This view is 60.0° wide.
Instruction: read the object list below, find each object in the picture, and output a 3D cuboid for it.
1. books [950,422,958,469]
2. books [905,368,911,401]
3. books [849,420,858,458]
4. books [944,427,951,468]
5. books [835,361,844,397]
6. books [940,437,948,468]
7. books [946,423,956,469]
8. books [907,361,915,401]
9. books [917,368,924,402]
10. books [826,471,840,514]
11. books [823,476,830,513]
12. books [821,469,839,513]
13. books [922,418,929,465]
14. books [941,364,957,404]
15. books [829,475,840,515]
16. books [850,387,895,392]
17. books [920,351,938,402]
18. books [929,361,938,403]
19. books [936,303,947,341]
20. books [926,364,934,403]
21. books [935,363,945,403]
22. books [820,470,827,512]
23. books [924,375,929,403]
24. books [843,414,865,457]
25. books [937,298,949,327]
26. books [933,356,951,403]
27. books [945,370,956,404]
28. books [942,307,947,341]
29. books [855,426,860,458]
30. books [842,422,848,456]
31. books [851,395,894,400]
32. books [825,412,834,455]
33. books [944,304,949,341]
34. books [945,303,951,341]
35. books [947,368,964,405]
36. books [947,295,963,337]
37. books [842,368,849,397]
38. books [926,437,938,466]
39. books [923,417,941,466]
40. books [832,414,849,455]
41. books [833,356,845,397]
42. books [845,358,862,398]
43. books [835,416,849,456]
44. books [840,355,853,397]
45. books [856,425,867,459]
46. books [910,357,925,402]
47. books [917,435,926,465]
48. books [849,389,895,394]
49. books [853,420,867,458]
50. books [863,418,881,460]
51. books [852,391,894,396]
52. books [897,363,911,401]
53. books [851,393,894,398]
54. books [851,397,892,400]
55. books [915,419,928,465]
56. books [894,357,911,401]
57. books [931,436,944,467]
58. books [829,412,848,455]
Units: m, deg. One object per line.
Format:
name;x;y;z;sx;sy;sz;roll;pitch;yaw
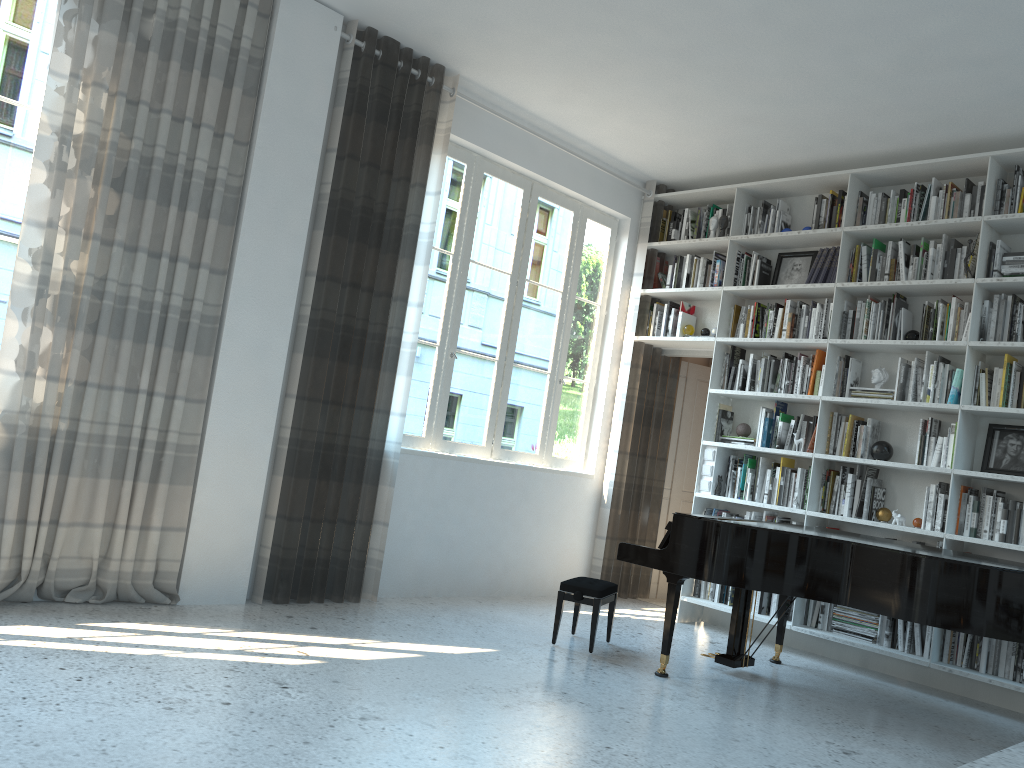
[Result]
books;2.624;0.372;5.199;0.188;0.279;0.011;12;-5;-44
books;2.473;0.024;5.472;0.138;0.227;0.024;12;-5;-44
books;2.204;0.361;5.651;0.153;0.243;0.014;12;-5;-44
books;2.597;0.388;5.228;0.171;0.244;0.012;12;-5;-44
books;2.160;-0.015;5.781;0.134;0.257;0.024;12;-5;-44
books;2.588;0.417;5.247;0.172;0.188;0.024;12;-5;-44
books;2.617;0.378;5.219;0.178;0.269;0.027;12;-5;-44
books;2.482;0.003;5.446;0.151;0.267;0.022;12;-5;-44
books;2.515;0.027;5.414;0.149;0.224;0.048;12;-5;-44
books;2.076;0.701;5.688;0.181;0.272;0.012;12;-5;-44
books;2.064;0.717;5.707;0.157;0.239;0.030;12;-5;-44
books;2.055;0.695;5.726;0.146;0.283;0.013;12;-5;-44
books;2.520;0.361;5.338;0.156;0.291;0.011;12;-5;-44
books;2.622;0.020;5.316;0.152;0.256;0.022;12;-5;-44
books;2.098;0.715;5.673;0.163;0.248;0.042;12;-5;-44
books;2.308;0.045;5.612;0.285;0.012;0.159;5;-6;42
books;2.536;-0.024;5.391;0.173;0.329;0.010;12;-5;-44
books;2.566;0.008;5.333;0.193;0.265;0.012;12;-5;-44
books;2.612;-0.347;5.354;0.189;0.243;0.013;12;-5;-44
books;2.558;0.018;5.353;0.170;0.247;0.028;12;-5;-44
books;2.592;0.014;5.318;0.170;0.259;0.023;12;-5;-44
books;2.052;0.700;5.742;0.147;0.275;0.013;12;-5;-44
books;2.548;0.048;5.384;0.140;0.189;0.025;12;-5;-44
books;2.177;0.341;5.653;0.190;0.274;0.026;12;-5;-44
books;2.624;-0.364;5.395;0.155;0.287;0.033;12;-5;-44
books;2.583;-0.007;5.331;0.178;0.300;0.011;12;-5;-44
books;2.636;0.040;5.298;0.150;0.219;0.026;12;-5;-44
books;2.646;-0.336;5.370;0.130;0.236;0.011;12;-5;-44
books;2.226;0.380;5.619;0.180;0.207;0.011;12;-5;-44
books;2.171;0.366;5.684;0.153;0.228;0.025;12;-5;-44
books;2.301;0.093;5.609;0.254;0.012;0.161;5;-6;42
books;2.100;0.334;5.776;0.159;0.285;0.012;12;-5;-44
books;2.647;-0.346;5.352;0.139;0.253;0.017;12;-5;-44
books;2.654;-0.346;5.336;0.180;0.253;0.006;12;-5;-44
books;2.650;0.034;5.251;0.179;0.227;0.060;12;-5;-44
books;2.663;-0.371;5.335;0.165;0.303;0.006;12;-5;-44
books;2.189;0.012;5.756;0.136;0.209;0.034;12;-5;-44
books;2.537;0.417;5.314;0.154;0.182;0.030;12;-5;-44
books;2.526;0.358;5.328;0.166;0.298;0.012;12;-5;-44
books;2.134;0.341;5.732;0.154;0.275;0.026;12;-5;-44
books;2.155;-0.029;5.799;0.159;0.285;0.012;12;-5;-44
books;2.210;-0.022;5.734;0.136;0.277;0.021;12;-5;-44
books;2.150;0.347;5.705;0.167;0.263;0.036;12;-5;-44
books;2.188;-0.031;5.782;0.136;0.297;0.011;12;-5;-44
books;2.238;0.376;5.602;0.175;0.216;0.028;12;-5;-44
books;2.487;-0.007;5.426;0.167;0.286;0.012;12;-5;-44
books;2.492;0.410;5.340;0.154;0.186;0.025;12;-5;-44
books;2.310;0.057;5.614;0.159;0.012;0.285;12;-6;-42
books;2.230;0.363;5.648;0.143;0.247;0.028;12;-5;-44
books;2.271;0.356;5.594;0.145;0.265;0.028;12;-5;-44
books;2.306;0.069;5.612;0.254;0.012;0.161;5;-6;43
books;2.436;0.008;5.472;0.174;0.247;0.030;12;-5;-44
books;2.302;0.080;5.608;0.254;0.012;0.161;5;-6;41
books;2.305;0.106;5.614;0.161;0.012;0.254;13;-6;-44
books;2.489;0.361;5.360;0.159;0.285;0.012;12;-5;-44
books;2.421;-0.011;5.499;0.159;0.285;0.012;12;-5;-44
books;2.557;0.413;5.272;0.156;0.188;0.057;12;-5;-44
books;2.114;0.334;5.748;0.145;0.284;0.025;12;-5;-44
